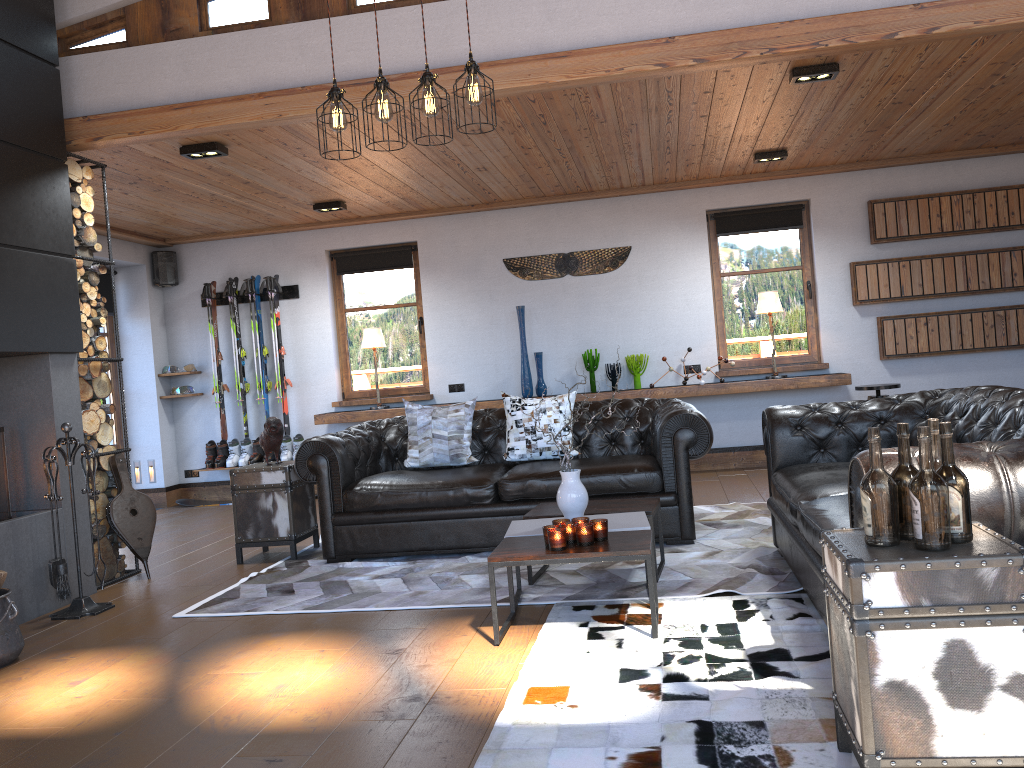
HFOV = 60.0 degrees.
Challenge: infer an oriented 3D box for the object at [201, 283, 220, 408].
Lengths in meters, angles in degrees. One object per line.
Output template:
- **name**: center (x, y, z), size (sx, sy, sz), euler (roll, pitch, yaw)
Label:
- **object**: center (-3.008, -0.382, 8.853), size (0.121, 1.249, 0.059), euler (-5, 0, -9)

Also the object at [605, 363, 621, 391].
- **object**: center (0.956, -0.066, 8.340), size (0.130, 0.260, 0.122), euler (-5, 1, -21)

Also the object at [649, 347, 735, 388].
- **object**: center (1.655, -0.166, 8.166), size (0.638, 0.349, 0.528), euler (-4, 1, 36)

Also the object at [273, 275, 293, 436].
- **object**: center (-2.253, -0.288, 8.808), size (0.095, 1.606, 0.115), euler (-5, 0, 9)

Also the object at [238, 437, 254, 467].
- **object**: center (-2.640, 0.669, 8.780), size (0.116, 0.270, 0.253), euler (-5, 1, 15)

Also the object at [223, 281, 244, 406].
- **object**: center (-2.778, -0.400, 8.818), size (0.121, 1.249, 0.059), euler (-5, 0, -9)

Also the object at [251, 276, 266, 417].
- **object**: center (-2.544, -0.282, 8.919), size (0.072, 1.622, 0.112), euler (-5, 0, 9)

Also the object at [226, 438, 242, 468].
- **object**: center (-2.762, 0.679, 8.783), size (0.116, 0.270, 0.253), euler (-5, 1, 15)

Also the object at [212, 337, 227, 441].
- **object**: center (-3.003, -0.214, 8.933), size (0.095, 1.606, 0.115), euler (-5, 0, 9)

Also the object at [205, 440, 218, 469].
- **object**: center (-2.998, 0.698, 8.822), size (0.116, 0.270, 0.251), euler (-5, 1, 0)

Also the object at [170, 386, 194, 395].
- **object**: center (-3.369, 0.065, 9.013), size (0.190, 0.084, 0.347), euler (-6, 1, -45)

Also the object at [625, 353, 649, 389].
- **object**: center (1.173, -0.118, 8.320), size (0.184, 0.332, 0.197), euler (-5, 1, -31)

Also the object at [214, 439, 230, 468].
- **object**: center (-2.883, 0.689, 8.802), size (0.116, 0.270, 0.253), euler (-5, 1, 15)

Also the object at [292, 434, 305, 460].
- **object**: center (-2.094, 0.626, 8.683), size (0.116, 0.270, 0.252), euler (-5, 1, 5)

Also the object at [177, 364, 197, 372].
- **object**: center (-3.291, -0.161, 8.998), size (0.159, 0.084, 0.190), euler (-5, 1, 8)

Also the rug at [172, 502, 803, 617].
- **rug**: center (0.488, 0.946, 5.288), size (4.027, 0.053, 2.442), euler (-5, 1, 10)

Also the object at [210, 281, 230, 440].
- **object**: center (-2.911, -0.235, 8.908), size (0.095, 1.606, 0.115), euler (-5, 0, 9)

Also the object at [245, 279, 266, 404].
- **object**: center (-2.548, -0.418, 8.783), size (0.121, 1.249, 0.059), euler (-5, 0, -9)

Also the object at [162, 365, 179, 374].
- **object**: center (-3.467, -0.147, 9.025), size (0.189, 0.084, 0.160), euler (-5, 1, 8)

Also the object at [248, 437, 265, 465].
- **object**: center (-2.517, 0.660, 8.743), size (0.115, 0.270, 0.254), euler (-4, 1, 30)

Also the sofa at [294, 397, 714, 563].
- **sofa**: center (0.012, 0.582, 5.827), size (2.557, 0.838, 1.244), euler (-5, 1, 8)

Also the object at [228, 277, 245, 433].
- **object**: center (-2.768, -0.264, 8.922), size (0.072, 1.622, 0.112), euler (-5, 0, 9)

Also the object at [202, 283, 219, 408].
- **object**: center (-2.985, -0.382, 8.775), size (0.059, 1.249, 0.120), euler (-5, 0, -8)

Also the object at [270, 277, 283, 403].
- **object**: center (-2.296, -0.439, 8.758), size (0.122, 1.249, 0.058), euler (-5, 0, -29)

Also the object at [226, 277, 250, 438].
- **object**: center (-2.719, -0.266, 8.831), size (0.103, 1.622, 0.255), euler (-5, 0, 6)

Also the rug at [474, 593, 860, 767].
- **rug**: center (1.032, 0.960, 2.030), size (2.421, 0.053, 3.825), euler (-5, 1, 10)

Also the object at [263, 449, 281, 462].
- **object**: center (-2.379, 0.648, 8.754), size (0.115, 0.270, 0.254), euler (-5, 1, 25)

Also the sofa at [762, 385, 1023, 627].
- **sofa**: center (1.777, 0.477, 3.602), size (1.235, 0.838, 2.576), euler (-5, 1, 9)

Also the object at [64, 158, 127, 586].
- **object**: center (-2.780, -0.065, 5.458), size (0.465, 2.611, 0.495), euler (-5, 0, 9)

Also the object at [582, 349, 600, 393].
- **object**: center (0.752, -0.123, 8.319), size (0.160, 0.410, 0.145), euler (-5, 0, -22)

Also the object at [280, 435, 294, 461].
- **object**: center (-2.218, 0.636, 8.701), size (0.116, 0.270, 0.252), euler (-5, 1, 5)

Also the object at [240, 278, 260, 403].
- **object**: center (-2.573, -0.415, 8.721), size (0.122, 1.249, 0.058), euler (-5, 0, -34)

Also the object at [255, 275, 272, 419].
- **object**: center (-2.472, -0.288, 8.897), size (0.072, 1.622, 0.112), euler (-5, 0, 9)

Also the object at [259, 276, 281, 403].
- **object**: center (-2.367, -0.431, 8.676), size (0.122, 1.249, 0.058), euler (-5, 0, -24)

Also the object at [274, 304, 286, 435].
- **object**: center (-2.346, -0.266, 8.833), size (0.095, 1.606, 0.115), euler (-5, 0, 9)
